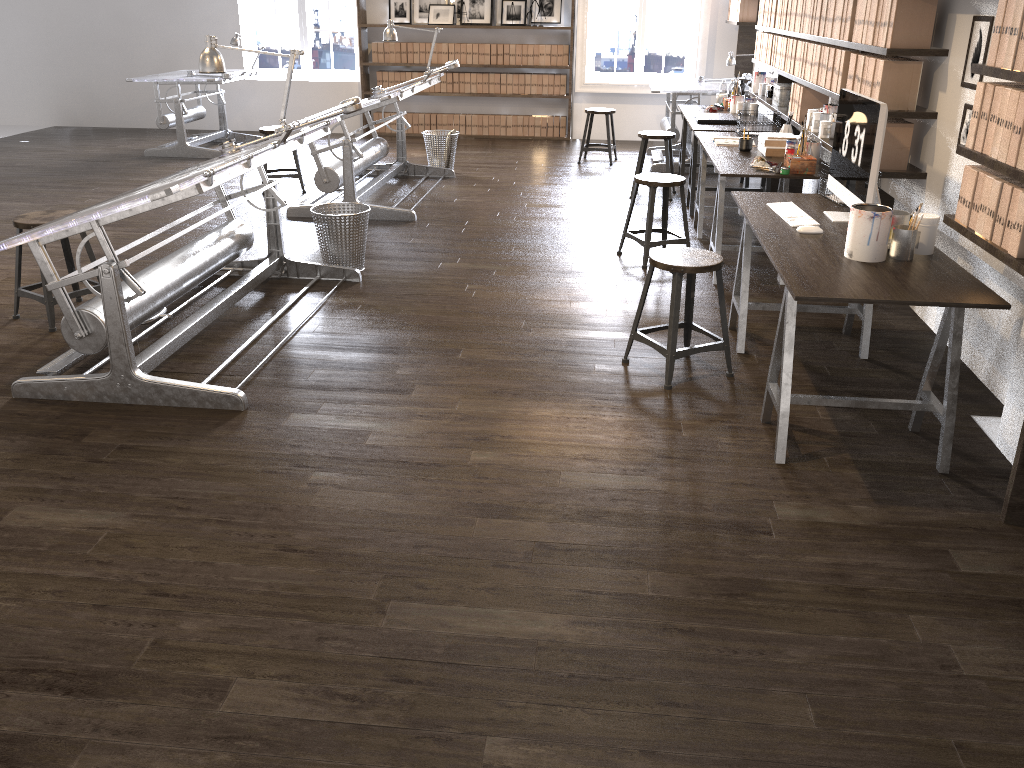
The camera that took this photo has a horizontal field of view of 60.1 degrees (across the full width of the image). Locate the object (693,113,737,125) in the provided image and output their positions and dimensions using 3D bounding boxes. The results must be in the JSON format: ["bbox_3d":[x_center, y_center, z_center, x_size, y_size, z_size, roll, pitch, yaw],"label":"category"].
[{"bbox_3d":[1.591,-2.079,6.936,0.312,0.033,0.454,3,24,5],"label":"object"}]

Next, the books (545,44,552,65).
[{"bbox_3d":[0.419,-3.795,10.215,0.067,0.222,0.177,3,22,5],"label":"books"}]

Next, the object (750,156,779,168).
[{"bbox_3d":[1.420,-1.259,5.024,0.132,0.050,0.200,-9,25,-21],"label":"object"}]

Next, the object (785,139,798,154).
[{"bbox_3d":[1.617,-1.324,5.068,0.104,0.139,0.106,6,23,13],"label":"object"}]

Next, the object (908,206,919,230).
[{"bbox_3d":[1.448,-0.562,3.234,0.055,0.177,0.007,-4,22,-12],"label":"object"}]

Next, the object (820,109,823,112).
[{"bbox_3d":[1.933,-1.648,5.519,0.044,0.125,0.045,3,22,6],"label":"object"}]

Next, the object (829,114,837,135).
[{"bbox_3d":[1.916,-1.541,5.274,0.062,0.117,0.063,-10,24,-24],"label":"object"}]

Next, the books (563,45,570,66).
[{"bbox_3d":[0.623,-3.784,10.194,0.067,0.222,0.177,3,22,6],"label":"books"}]

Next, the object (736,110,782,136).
[{"bbox_3d":[1.719,-1.815,6.174,0.284,0.158,0.207,3,23,6],"label":"object"}]

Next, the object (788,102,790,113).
[{"bbox_3d":[2.053,-1.957,6.270,0.181,0.092,0.063,9,23,18],"label":"object"}]

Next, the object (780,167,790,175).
[{"bbox_3d":[1.477,-1.154,4.791,0.049,0.037,0.050,4,23,9],"label":"object"}]

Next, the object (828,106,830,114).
[{"bbox_3d":[1.929,-1.613,5.375,0.036,0.146,0.005,12,24,27],"label":"object"}]

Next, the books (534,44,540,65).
[{"bbox_3d":[0.291,-3.803,10.231,0.067,0.221,0.177,3,22,6],"label":"books"}]

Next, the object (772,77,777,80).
[{"bbox_3d":[2.274,-2.577,7.638,0.071,0.127,0.072,-15,27,-34],"label":"object"}]

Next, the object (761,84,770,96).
[{"bbox_3d":[2.131,-2.469,7.443,0.063,0.092,0.064,-3,22,-8],"label":"object"}]

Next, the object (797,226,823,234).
[{"bbox_3d":[1.207,-0.626,3.587,0.106,0.028,0.060,2,23,2],"label":"object"}]

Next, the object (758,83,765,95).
[{"bbox_3d":[2.124,-2.498,7.508,0.062,0.093,0.063,-3,22,-8],"label":"object"}]

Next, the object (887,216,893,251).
[{"bbox_3d":[1.373,-0.559,3.300,0.068,0.152,0.069,-6,23,-16],"label":"object"}]

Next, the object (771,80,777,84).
[{"bbox_3d":[2.236,-2.509,7.506,0.094,0.126,0.096,16,27,33],"label":"object"}]

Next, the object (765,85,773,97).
[{"bbox_3d":[2.146,-2.443,7.382,0.062,0.093,0.063,-3,22,-8],"label":"object"}]

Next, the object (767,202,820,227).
[{"bbox_3d":[1.227,-0.745,3.881,0.118,0.017,0.447,1,23,1],"label":"object"}]

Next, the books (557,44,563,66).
[{"bbox_3d":[0.559,-3.790,10.207,0.067,0.222,0.177,3,22,6],"label":"books"}]

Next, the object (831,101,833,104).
[{"bbox_3d":[1.992,-1.683,5.540,0.009,0.166,0.041,4,22,9],"label":"object"}]

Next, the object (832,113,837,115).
[{"bbox_3d":[1.940,-1.565,5.327,0.045,0.125,0.045,10,23,22],"label":"object"}]

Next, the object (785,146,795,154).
[{"bbox_3d":[1.571,-1.287,5.015,0.049,0.110,0.050,4,22,9],"label":"object"}]

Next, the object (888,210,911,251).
[{"bbox_3d":[1.444,-0.579,3.350,0.096,0.140,0.098,10,24,21],"label":"object"}]

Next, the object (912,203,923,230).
[{"bbox_3d":[1.461,-0.559,3.230,0.045,0.201,0.007,-4,22,-13],"label":"object"}]

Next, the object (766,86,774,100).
[{"bbox_3d":[2.111,-2.363,7.178,0.091,0.107,0.174,3,23,5],"label":"object"}]

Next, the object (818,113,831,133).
[{"bbox_3d":[1.955,-1.584,5.332,0.205,0.159,0.096,3,22,7],"label":"object"}]

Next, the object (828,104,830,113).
[{"bbox_3d":[1.924,-1.615,5.383,0.030,0.166,0.004,12,24,26],"label":"object"}]

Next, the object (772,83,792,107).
[{"bbox_3d":[2.102,-2.204,6.759,0.193,0.150,0.322,3,23,5],"label":"object"}]

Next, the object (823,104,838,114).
[{"bbox_3d":[1.958,-1.636,5.453,0.094,0.159,0.096,1,22,2],"label":"object"}]

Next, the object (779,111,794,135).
[{"bbox_3d":[1.803,-1.681,5.809,0.102,0.205,0.102,-16,27,-36],"label":"object"}]

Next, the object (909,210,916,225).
[{"bbox_3d":[1.509,-0.621,3.453,0.092,0.140,0.098,-5,23,-14],"label":"object"}]

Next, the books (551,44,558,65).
[{"bbox_3d":[0.490,-3.793,10.212,0.067,0.222,0.177,3,22,6],"label":"books"}]

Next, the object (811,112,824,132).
[{"bbox_3d":[1.859,-1.593,5.390,0.062,0.117,0.063,-10,24,-24],"label":"object"}]

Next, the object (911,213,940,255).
[{"bbox_3d":[1.534,-0.559,3.304,0.095,0.142,0.096,10,24,21],"label":"object"}]

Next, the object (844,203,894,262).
[{"bbox_3d":[1.296,-0.547,3.223,0.145,0.193,0.146,-8,24,-20],"label":"object"}]

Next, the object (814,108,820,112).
[{"bbox_3d":[1.921,-1.671,5.572,0.063,0.116,0.064,-19,29,-39],"label":"object"}]

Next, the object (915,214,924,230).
[{"bbox_3d":[1.455,-0.538,3.211,0.054,0.155,0.007,-3,22,-10],"label":"object"}]

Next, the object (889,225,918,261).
[{"bbox_3d":[1.428,-0.512,3.234,0.083,0.121,0.083,-7,23,-17],"label":"object"}]

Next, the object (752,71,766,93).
[{"bbox_3d":[2.145,-2.621,7.692,0.107,0.174,0.108,3,22,7],"label":"object"}]

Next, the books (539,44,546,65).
[{"bbox_3d":[0.354,-3.799,10.223,0.067,0.221,0.177,3,22,6],"label":"books"}]

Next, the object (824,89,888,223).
[{"bbox_3d":[1.479,-0.954,3.752,0.204,0.509,0.655,3,23,5],"label":"object"}]

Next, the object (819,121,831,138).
[{"bbox_3d":[1.824,-1.484,5.165,0.062,0.094,0.062,17,27,35],"label":"object"}]

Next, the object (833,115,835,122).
[{"bbox_3d":[1.890,-1.513,5.182,0.036,0.117,0.005,2,21,2],"label":"object"}]

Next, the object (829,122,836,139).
[{"bbox_3d":[1.873,-1.465,5.123,0.063,0.093,0.064,17,27,35],"label":"object"}]

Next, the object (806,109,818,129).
[{"bbox_3d":[1.872,-1.651,5.525,0.062,0.117,0.062,-14,26,-31],"label":"object"}]

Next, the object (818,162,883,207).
[{"bbox_3d":[1.576,-0.934,4.142,0.203,0.158,0.289,0,23,-2],"label":"object"}]

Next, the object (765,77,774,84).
[{"bbox_3d":[2.208,-2.560,7.595,0.071,0.128,0.071,20,29,40],"label":"object"}]

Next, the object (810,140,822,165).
[{"bbox_3d":[1.729,-1.333,5.104,0.094,0.126,0.096,1,22,2],"label":"object"}]

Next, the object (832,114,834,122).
[{"bbox_3d":[1.882,-1.515,5.186,0.029,0.133,0.004,1,21,1],"label":"object"}]
